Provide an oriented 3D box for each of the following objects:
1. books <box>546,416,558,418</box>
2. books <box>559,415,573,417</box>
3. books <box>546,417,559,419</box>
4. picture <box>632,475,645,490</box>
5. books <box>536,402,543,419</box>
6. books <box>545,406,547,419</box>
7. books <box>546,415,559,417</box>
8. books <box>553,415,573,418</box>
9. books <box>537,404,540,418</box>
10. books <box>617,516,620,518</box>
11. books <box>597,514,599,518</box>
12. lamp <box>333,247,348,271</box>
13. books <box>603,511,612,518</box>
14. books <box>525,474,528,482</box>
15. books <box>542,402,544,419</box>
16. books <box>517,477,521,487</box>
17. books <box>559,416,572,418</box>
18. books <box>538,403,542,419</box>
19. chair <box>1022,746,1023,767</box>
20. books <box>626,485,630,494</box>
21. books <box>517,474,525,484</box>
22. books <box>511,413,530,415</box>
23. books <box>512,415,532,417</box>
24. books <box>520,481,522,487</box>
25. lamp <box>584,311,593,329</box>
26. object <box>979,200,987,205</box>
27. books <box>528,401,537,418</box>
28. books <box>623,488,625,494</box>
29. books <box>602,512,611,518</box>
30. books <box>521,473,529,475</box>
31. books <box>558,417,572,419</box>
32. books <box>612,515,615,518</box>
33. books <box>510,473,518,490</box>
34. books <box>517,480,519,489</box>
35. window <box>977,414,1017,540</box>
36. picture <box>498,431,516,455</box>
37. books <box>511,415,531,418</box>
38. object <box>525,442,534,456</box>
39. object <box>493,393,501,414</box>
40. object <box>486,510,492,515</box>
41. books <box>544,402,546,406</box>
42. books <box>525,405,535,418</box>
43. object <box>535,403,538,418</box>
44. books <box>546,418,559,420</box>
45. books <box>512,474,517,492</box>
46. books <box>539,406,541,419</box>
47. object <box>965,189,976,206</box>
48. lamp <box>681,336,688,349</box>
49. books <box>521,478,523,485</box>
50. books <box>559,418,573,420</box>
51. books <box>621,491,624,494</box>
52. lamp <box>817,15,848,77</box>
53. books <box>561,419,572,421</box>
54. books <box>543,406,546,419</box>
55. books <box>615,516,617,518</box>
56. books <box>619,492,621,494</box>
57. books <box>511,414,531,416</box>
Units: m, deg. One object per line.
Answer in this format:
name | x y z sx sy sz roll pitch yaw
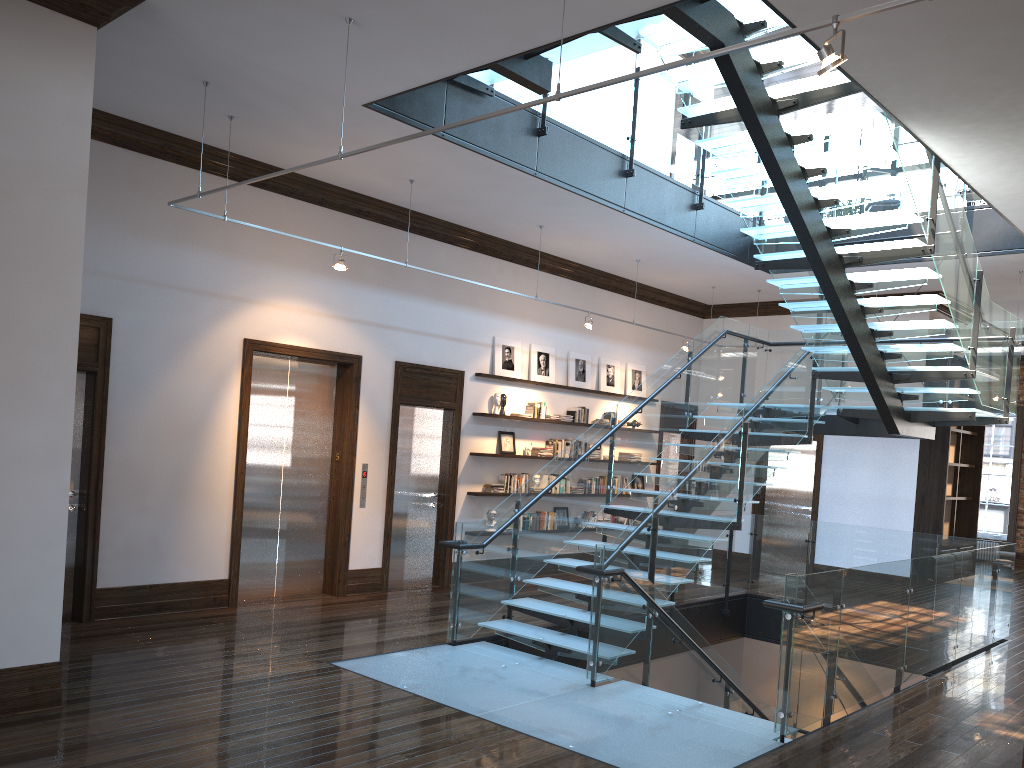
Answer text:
books | 0.525 0.454 12.249 0.125 0.014 0.214 0 -5 42
books | 0.722 0.446 12.460 0.258 0.011 0.142 8 -5 -43
books | 0.537 0.470 12.258 0.159 0.014 0.184 0 -5 42
picture | 2.001 1.582 14.027 0.077 0.300 0.301 5 -1 42
books | 0.353 0.358 12.043 0.132 0.229 0.025 4 1 42
books | 0.419 0.392 12.133 0.128 0.182 0.012 3 0 42
books | 0.531 0.441 12.256 0.152 0.013 0.196 0 -5 42
books | 0.716 0.456 12.465 0.140 0.011 0.287 1 -5 41
books | 0.296 0.364 11.969 0.163 0.198 0.029 3 0 42
books | 1.574 2.089 13.524 0.160 0.170 0.027 3 0 42
books | 1.187 2.003 13.096 0.165 0.235 0.095 3 0 42
lamp | -1.606 -1.169 8.315 0.113 0.230 0.114 4 0 22
books | 1.432 2.040 13.379 0.162 0.230 0.011 3 0 42
books | 0.150 1.338 11.930 0.140 0.252 0.012 4 1 42
books | 0.377 0.362 12.083 0.111 0.229 0.024 4 1 42
books | 0.050 1.344 11.809 0.149 0.210 0.035 3 0 42
books | 0.717 0.467 12.464 0.142 0.011 0.256 0 -5 44
books | 0.335 0.360 12.001 0.163 0.216 0.012 3 0 42
chair | 3.194 1.946 4.730 0.767 0.866 0.743 3 -1 22
books | 1.740 1.597 13.652 0.155 0.186 0.051 3 0 42
books | 0.107 1.331 11.881 0.130 0.253 0.027 4 1 42
books | 0.120 0.403 11.807 0.142 0.011 0.256 1 -5 40
books | 0.120 0.424 11.806 0.140 0.011 0.288 1 -5 40
books | 0.068 1.371 11.835 0.133 0.162 0.030 3 0 42
lamp | 0.963 -0.802 11.149 0.114 0.230 0.113 4 0 -3
object | 8.150 -2.551 14.749 0.801 1.865 0.811 4 0 -4
books | 0.266 0.346 11.955 0.142 0.229 0.014 4 1 42
books | 1.662 1.593 13.556 0.168 0.169 0.017 3 0 42
books | 1.422 2.041 13.372 0.141 0.224 0.012 4 1 42
books | 0.166 1.336 11.963 0.119 0.263 0.011 4 1 42
books | 0.717 0.478 12.463 0.142 0.011 0.257 1 -5 40
books | 1.486 2.039 13.436 0.164 0.247 0.011 3 0 42
books | 0.016 1.316 11.788 0.126 0.259 0.015 4 1 42
books | 0.033 1.357 11.791 0.142 0.180 0.013 3 0 42
window | 10.209 2.009 19.446 1.516 2.754 0.155 4 1 42
picture | -0.063 0.778 11.701 0.077 0.300 0.301 5 -1 42
books | 0.117 0.435 11.809 0.142 0.011 0.255 1 -5 41
object | 0.231 0.876 11.997 0.122 0.187 0.059 4 1 -12
object | -0.198 0.257 11.462 0.098 0.288 0.098 4 1 -5
object | -0.284 1.770 11.502 0.165 0.282 0.171 4 0 11
books | 0.409 0.365 12.126 0.119 0.233 0.014 4 1 42
books | 0.237 0.369 11.938 0.128 0.176 0.050 3 0 42
object | 0.276 0.358 11.962 0.154 0.207 0.010 3 0 42
books | 0.524 0.483 12.250 0.155 0.015 0.211 0 -5 42
books | -0.001 1.319 11.740 0.138 0.243 0.015 4 1 42
books | 0.313 0.378 11.992 0.157 0.177 0.029 3 0 42
object | 5.958 -2.393 11.215 0.521 0.769 0.539 4 -1 -38
lamp | 2.509 -0.581 12.856 0.113 0.230 0.114 4 0 -2
books | 0.089 1.356 11.858 0.127 0.197 0.031 4 0 42
books | 0.717 0.488 12.463 0.140 0.011 0.288 0 -5 45
books | 1.634 1.550 13.525 0.169 0.246 0.013 3 0 42
lamp | 1.244 -1.304 3.428 0.113 0.230 0.114 4 0 32
books | 0.713 0.499 12.466 0.142 0.011 0.255 0 -5 43
books | 0.397 0.390 12.104 0.131 0.178 0.035 3 0 42
books | 1.507 2.063 13.447 0.175 0.203 0.034 3 0 42
books | 1.594 1.542 13.501 0.168 0.254 0.035 3 0 42
books | 0.119 0.414 11.808 0.142 0.011 0.256 0 -5 44
